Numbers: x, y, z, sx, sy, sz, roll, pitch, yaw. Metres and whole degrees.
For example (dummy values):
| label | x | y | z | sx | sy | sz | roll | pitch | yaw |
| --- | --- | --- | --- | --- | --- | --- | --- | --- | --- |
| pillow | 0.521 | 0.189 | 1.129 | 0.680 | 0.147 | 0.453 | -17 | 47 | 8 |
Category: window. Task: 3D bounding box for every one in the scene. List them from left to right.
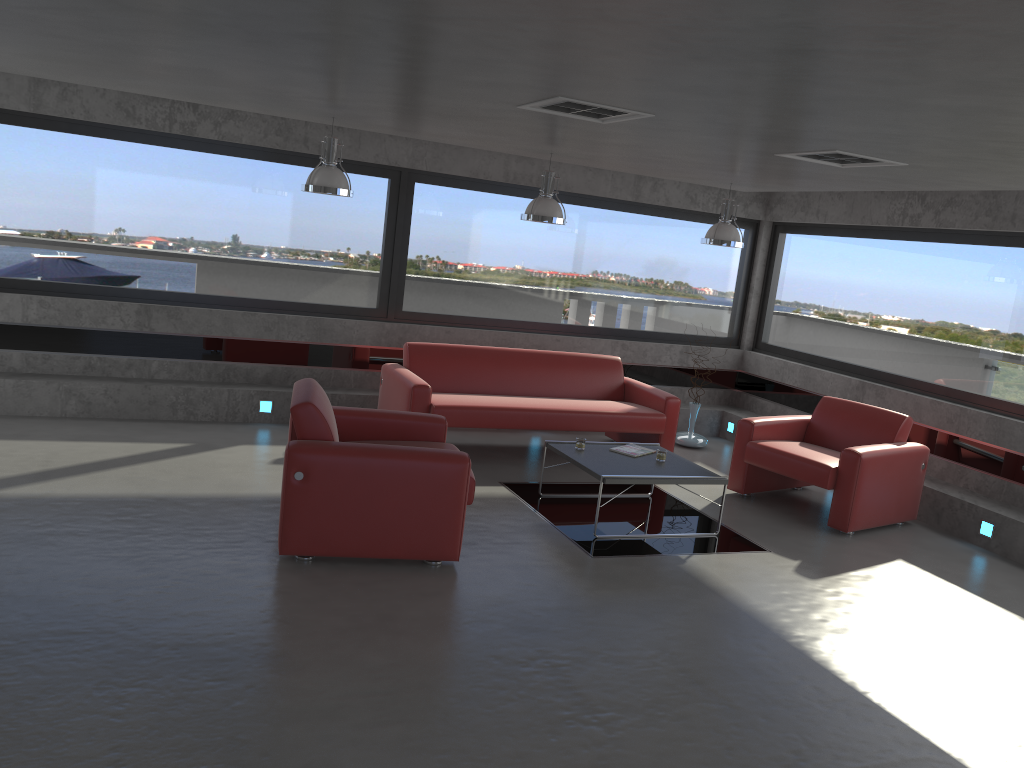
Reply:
| label | x | y | z | sx | sy | sz | roll | pitch | yaw |
| --- | --- | --- | --- | --- | --- | --- | --- | --- | --- |
| window | -0.925 | -1.358 | 8.797 | 7.800 | 1.364 | 0.003 | 3 | 10 | -23 |
| window | 3.835 | -0.679 | 8.169 | 0.003 | 1.364 | 4.583 | 3 | 10 | -23 |

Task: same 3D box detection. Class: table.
| label | x | y | z | sx | sy | sz | roll | pitch | yaw |
| --- | --- | --- | --- | --- | --- | --- | --- | --- | --- |
| table | 0.870 | 0.761 | 6.576 | 1.018 | 0.436 | 0.994 | 3 | 10 | -23 |

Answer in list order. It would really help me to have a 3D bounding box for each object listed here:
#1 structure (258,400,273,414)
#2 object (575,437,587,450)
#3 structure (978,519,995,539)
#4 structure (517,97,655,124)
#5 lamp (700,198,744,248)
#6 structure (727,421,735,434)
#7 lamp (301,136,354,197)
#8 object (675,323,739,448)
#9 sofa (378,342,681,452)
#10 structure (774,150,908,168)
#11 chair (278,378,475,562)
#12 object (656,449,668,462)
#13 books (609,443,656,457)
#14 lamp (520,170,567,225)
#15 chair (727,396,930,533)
| label | x | y | z | sx | sy | sz | roll | pitch | yaw |
| --- | --- | --- | --- | --- | --- | --- | --- | --- | --- |
| structure | -2.240 | 0.208 | 8.070 | 0.123 | 0.123 | 0.004 | 3 | 10 | -23 |
| object | 0.518 | 0.450 | 6.691 | 0.079 | 0.077 | 0.079 | -1 | 12 | -40 |
| structure | 3.669 | 1.122 | 6.855 | 0.004 | 0.123 | 0.123 | 3 | 10 | -23 |
| structure | 0.403 | -1.595 | 4.794 | 0.563 | 0.240 | 0.563 | 3 | 10 | -23 |
| lamp | 1.939 | -1.469 | 8.066 | 0.389 | 0.422 | 0.388 | 1 | 11 | -34 |
| structure | 2.432 | 0.482 | 9.856 | 0.004 | 0.123 | 0.123 | 3 | 10 | -23 |
| lamp | -1.372 | -1.642 | 6.665 | 0.388 | 0.422 | 0.389 | 3 | 10 | -23 |
| object | 1.967 | 0.011 | 9.308 | 0.466 | 1.289 | 0.531 | 5 | 9 | -10 |
| sofa | 0.181 | 0.167 | 8.154 | 2.626 | 0.854 | 1.120 | 3 | 10 | -23 |
| structure | 2.048 | -1.509 | 5.490 | 0.563 | 0.240 | 0.563 | 3 | 10 | -23 |
| chair | -0.830 | 0.473 | 5.529 | 1.130 | 0.854 | 1.196 | 5 | 9 | -13 |
| object | 1.117 | 0.533 | 6.627 | 0.079 | 0.077 | 0.079 | 4 | 10 | -15 |
| books | 0.931 | 0.507 | 6.820 | 0.228 | 0.022 | 0.326 | 14 | 11 | 36 |
| lamp | 0.284 | -1.556 | 7.366 | 0.388 | 0.422 | 0.389 | 3 | 10 | -23 |
| chair | 2.602 | 0.591 | 7.353 | 1.130 | 0.854 | 1.196 | 0 | 12 | -38 |
